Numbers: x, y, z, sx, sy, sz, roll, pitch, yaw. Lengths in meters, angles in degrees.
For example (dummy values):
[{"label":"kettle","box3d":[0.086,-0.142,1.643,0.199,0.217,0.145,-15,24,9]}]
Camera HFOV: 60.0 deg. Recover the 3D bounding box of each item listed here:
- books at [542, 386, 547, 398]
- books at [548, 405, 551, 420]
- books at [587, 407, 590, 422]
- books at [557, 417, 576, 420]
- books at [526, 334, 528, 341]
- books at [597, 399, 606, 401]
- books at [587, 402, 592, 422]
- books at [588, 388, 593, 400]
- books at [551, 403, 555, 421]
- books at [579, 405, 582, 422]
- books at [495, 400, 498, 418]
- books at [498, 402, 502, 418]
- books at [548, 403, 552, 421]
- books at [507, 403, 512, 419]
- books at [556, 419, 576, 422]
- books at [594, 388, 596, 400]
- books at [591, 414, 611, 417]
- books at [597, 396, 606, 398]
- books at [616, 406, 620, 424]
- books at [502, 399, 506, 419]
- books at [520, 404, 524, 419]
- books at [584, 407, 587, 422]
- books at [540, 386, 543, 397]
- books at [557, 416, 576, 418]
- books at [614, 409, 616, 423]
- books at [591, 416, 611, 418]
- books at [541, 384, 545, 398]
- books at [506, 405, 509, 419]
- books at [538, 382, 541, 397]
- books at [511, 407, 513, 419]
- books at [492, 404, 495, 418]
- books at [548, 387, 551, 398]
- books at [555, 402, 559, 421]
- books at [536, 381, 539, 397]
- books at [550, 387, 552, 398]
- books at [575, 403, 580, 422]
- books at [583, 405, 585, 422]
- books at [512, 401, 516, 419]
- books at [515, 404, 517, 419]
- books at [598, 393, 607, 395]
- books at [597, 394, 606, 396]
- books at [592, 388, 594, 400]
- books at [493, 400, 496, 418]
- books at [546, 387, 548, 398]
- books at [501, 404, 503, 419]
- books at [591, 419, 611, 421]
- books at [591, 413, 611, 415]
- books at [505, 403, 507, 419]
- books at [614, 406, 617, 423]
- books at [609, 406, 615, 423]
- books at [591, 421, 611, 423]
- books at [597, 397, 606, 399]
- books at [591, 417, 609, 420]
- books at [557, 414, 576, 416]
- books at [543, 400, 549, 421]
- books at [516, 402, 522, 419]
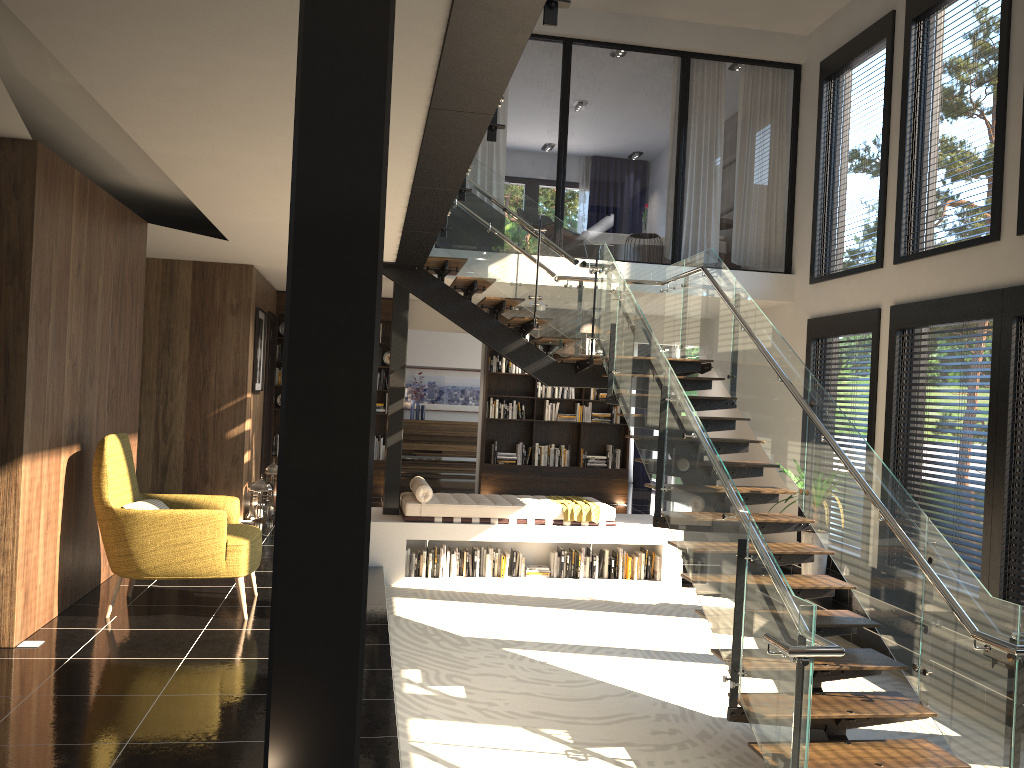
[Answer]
[{"label":"books","box3d":[0.453,0.076,12.378,0.027,0.228,0.208,3,0,-9]},{"label":"books","box3d":[0.505,0.400,12.359,0.023,0.218,0.196,3,0,-9]},{"label":"books","box3d":[1.052,0.431,12.463,0.026,0.209,0.184,3,0,-9]},{"label":"books","box3d":[0.749,0.484,12.436,0.275,0.025,0.156,3,-1,-13]},{"label":"books","box3d":[0.193,-0.590,12.353,0.029,0.272,0.173,3,0,-9]},{"label":"books","box3d":[1.351,0.226,12.576,0.266,0.021,0.156,3,-1,-12]},{"label":"books","box3d":[1.080,0.399,12.478,0.031,0.277,0.168,3,0,-9]},{"label":"books","box3d":[1.111,0.115,12.532,0.024,0.219,0.174,3,0,-9]},{"label":"books","box3d":[0.563,0.391,12.375,0.036,0.244,0.194,3,0,-9]},{"label":"books","box3d":[0.942,0.416,12.481,0.037,0.232,0.231,3,0,-9]},{"label":"books","box3d":[-0.221,0.346,12.292,0.029,0.258,0.181,3,0,-9]},{"label":"books","box3d":[-0.174,0.364,12.313,0.028,0.227,0.136,3,0,-9]},{"label":"books","box3d":[0.526,0.389,12.395,0.030,0.245,0.166,3,0,-9]},{"label":"books","box3d":[-0.038,0.374,12.325,0.030,0.222,0.190,3,0,-9]},{"label":"books","box3d":[0.747,0.510,12.438,0.274,0.025,0.156,3,-1,-12]},{"label":"books","box3d":[1.160,0.129,12.521,0.026,0.196,0.147,3,0,-9]},{"label":"books","box3d":[1.240,0.444,12.514,0.260,0.021,0.167,3,-1,-12]},{"label":"books","box3d":[1.354,0.184,12.573,0.259,0.020,0.167,3,-1,-11]},{"label":"books","box3d":[1.482,0.432,12.536,0.026,0.251,0.178,3,0,-9]},{"label":"books","box3d":[-0.121,0.344,12.317,0.029,0.272,0.152,3,0,-9]},{"label":"books","box3d":[0.139,0.388,12.352,0.028,0.210,0.169,3,0,-9]},{"label":"books","box3d":[1.022,0.428,12.477,0.029,0.214,0.149,3,0,-9]},{"label":"books","box3d":[0.398,0.106,12.391,0.027,0.162,0.125,3,0,-9]},{"label":"books","box3d":[0.750,0.460,12.433,0.261,0.024,0.167,3,-1,-13]},{"label":"books","box3d":[1.431,0.449,12.541,0.025,0.212,0.168,3,0,-9]},{"label":"books","box3d":[1.239,0.465,12.516,0.268,0.022,0.156,3,-1,-13]},{"label":"books","box3d":[0.426,0.090,12.382,0.024,0.197,0.174,3,0,-9]},{"label":"books","box3d":[-0.072,0.386,12.332,0.033,0.193,0.172,3,0,-9]},{"label":"books","box3d":[0.372,0.050,12.386,0.031,0.272,0.158,3,0,-9]},{"label":"books","box3d":[-0.013,0.400,12.341,0.027,0.171,0.146,3,0,-9]},{"label":"books","box3d":[-0.273,0.373,12.282,0.028,0.199,0.175,3,0,-9]},{"label":"books","box3d":[0.507,0.064,12.389,0.028,0.258,0.208,3,0,-9]},{"label":"books","box3d":[0.609,0.385,12.414,0.067,0.261,0.159,3,0,-9]},{"label":"books","box3d":[0.340,0.070,12.384,0.030,0.228,0.176,3,0,-9]},{"label":"books","box3d":[0.529,0.093,12.415,0.026,0.201,0.146,3,0,-9]},{"label":"books","box3d":[0.913,0.399,12.465,0.026,0.263,0.156,3,0,-9]},{"label":"books","box3d":[0.994,0.417,12.485,0.025,0.232,0.156,3,0,-9]},{"label":"books","box3d":[0.020,0.359,12.325,0.029,0.256,0.167,3,0,-9]},{"label":"books","box3d":[0.043,0.386,12.353,0.030,0.205,0.170,3,0,-9]},{"label":"books","box3d":[1.354,0.144,12.585,0.246,0.021,0.148,3,-1,-9]},{"label":"books","box3d":[1.355,0.165,12.571,0.260,0.020,0.167,3,-1,-12]},{"label":"books","box3d":[1.135,0.096,12.533,0.023,0.261,0.146,3,0,-9]},{"label":"books","box3d":[-0.250,0.351,12.306,0.023,0.245,0.159,3,0,-9]},{"label":"books","box3d":[0.479,0.072,12.391,0.027,0.239,0.153,3,0,-9]},{"label":"books","box3d":[-0.148,0.380,12.309,0.024,0.197,0.173,3,0,-9]},{"label":"books","box3d":[1.237,0.509,12.517,0.274,0.022,0.156,3,-1,-12]},{"label":"books","box3d":[1.240,0.422,12.521,0.272,0.022,0.156,3,-1,-11]},{"label":"books","box3d":[-0.099,0.373,12.334,0.021,0.216,0.170,3,0,-9]},{"label":"books","box3d":[1.454,0.434,12.554,0.023,0.246,0.147,3,0,-9]},{"label":"books","box3d":[1.406,0.432,12.527,0.030,0.244,0.176,3,0,-9]},{"label":"books","box3d":[1.237,0.533,12.505,0.288,0.026,0.175,3,-1,-5]},{"label":"books","box3d":[1.352,0.205,12.577,0.272,0.021,0.156,3,-1,-11]},{"label":"books","box3d":[1.236,0.487,12.527,0.247,0.022,0.148,3,-1,-9]},{"label":"books","box3d":[0.751,0.435,12.438,0.274,0.025,0.156,3,-1,-6]},{"label":"books","box3d":[0.474,0.367,12.390,0.030,0.284,0.176,3,0,-9]},{"label":"books","box3d":[0.092,0.373,12.342,0.070,0.236,0.206,3,0,-9]}]
